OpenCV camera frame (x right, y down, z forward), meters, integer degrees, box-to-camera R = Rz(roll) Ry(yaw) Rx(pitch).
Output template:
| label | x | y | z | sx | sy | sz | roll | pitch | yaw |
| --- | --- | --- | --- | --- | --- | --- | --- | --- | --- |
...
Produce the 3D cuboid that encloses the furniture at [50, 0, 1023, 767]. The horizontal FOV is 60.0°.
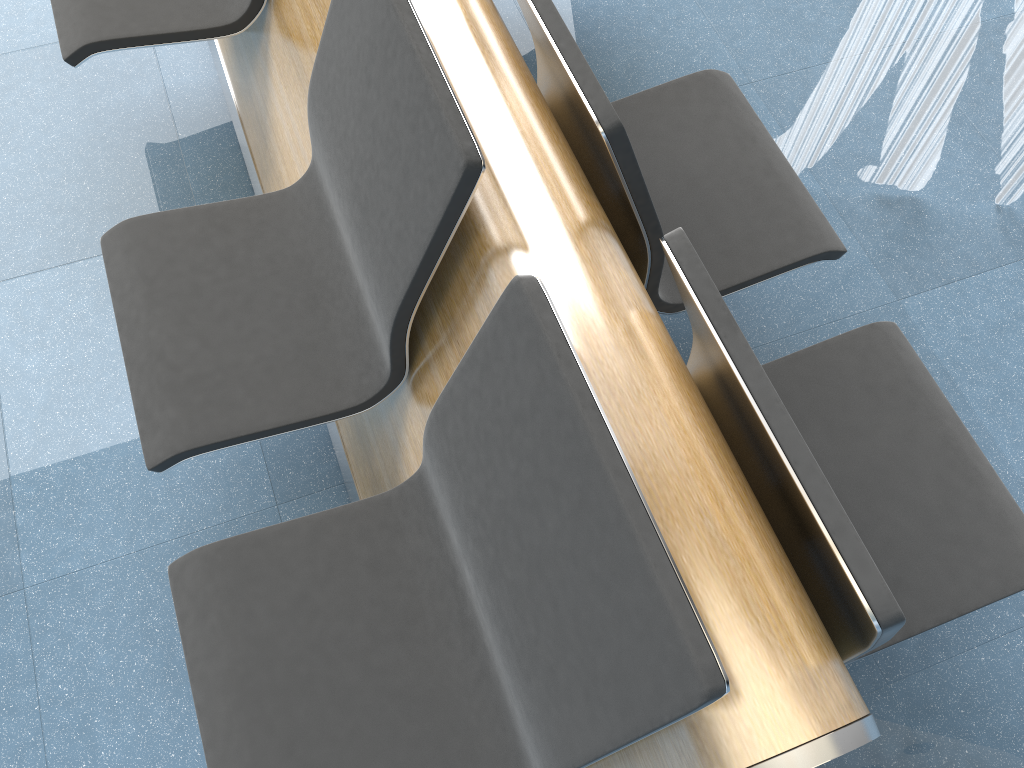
| label | x | y | z | sx | sy | sz | roll | pitch | yaw |
| --- | --- | --- | --- | --- | --- | --- | --- | --- | --- |
| furniture | -0.115 | -0.420 | 1.651 | 1.301 | 0.896 | 2.281 | -18 | 64 | -11 |
